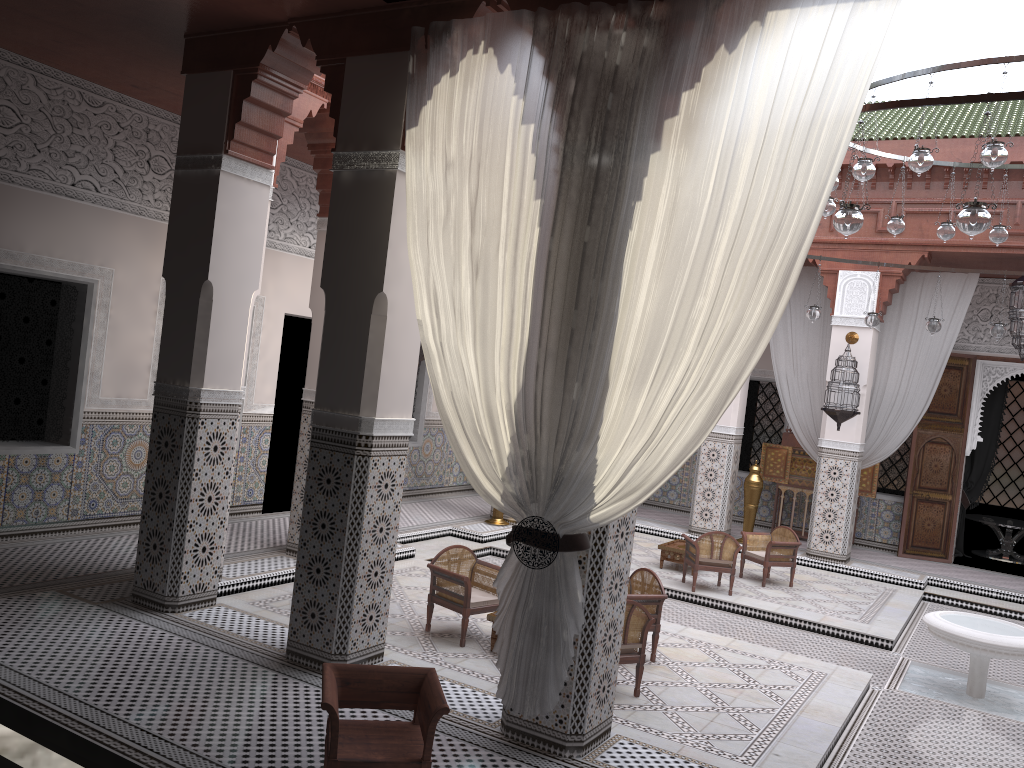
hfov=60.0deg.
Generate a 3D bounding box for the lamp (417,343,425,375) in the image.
[{"bbox_3d":[-0.282,-0.303,2.876,0.216,0.552,0.221,7,1,30],"label":"lamp"}]

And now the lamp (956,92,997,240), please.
[{"bbox_3d":[1.168,-0.548,2.229,0.091,0.371,0.090,7,1,45],"label":"lamp"}]

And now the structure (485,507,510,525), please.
[{"bbox_3d":[-0.059,0.575,5.378,0.156,0.539,0.156,7,1,-9],"label":"structure"}]

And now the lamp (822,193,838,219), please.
[{"bbox_3d":[1.384,-0.901,3.861,0.091,0.371,0.090,6,1,-35],"label":"lamp"}]

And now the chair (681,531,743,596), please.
[{"bbox_3d":[1.004,0.886,4.499,0.263,0.313,0.208,7,1,-4],"label":"chair"}]

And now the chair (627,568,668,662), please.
[{"bbox_3d":[0.400,0.828,3.233,0.208,0.313,0.263,6,1,-24],"label":"chair"}]

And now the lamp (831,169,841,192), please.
[{"bbox_3d":[1.235,-0.914,3.437,0.090,0.371,0.091,7,1,15],"label":"lamp"}]

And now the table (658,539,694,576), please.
[{"bbox_3d":[0.974,0.964,4.956,0.229,0.142,0.330,7,1,30],"label":"table"}]

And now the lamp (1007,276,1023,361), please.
[{"bbox_3d":[2.939,-0.414,5.053,0.221,0.571,0.220,7,1,30],"label":"lamp"}]

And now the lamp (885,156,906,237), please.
[{"bbox_3d":[1.774,-0.858,4.071,0.090,0.371,0.091,7,1,35],"label":"lamp"}]

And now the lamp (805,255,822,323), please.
[{"bbox_3d":[1.667,-0.517,4.861,0.090,0.371,0.091,7,1,45],"label":"lamp"}]

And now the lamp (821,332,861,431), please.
[{"bbox_3d":[2.000,-0.025,5.335,0.216,0.618,0.217,7,1,30],"label":"lamp"}]

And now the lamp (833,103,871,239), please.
[{"bbox_3d":[0.922,-0.579,2.413,0.090,0.371,0.091,6,1,-25],"label":"lamp"}]

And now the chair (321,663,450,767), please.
[{"bbox_3d":[-0.289,0.762,1.890,0.259,0.252,0.234,7,1,-12],"label":"chair"}]

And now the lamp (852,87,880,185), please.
[{"bbox_3d":[1.282,-0.906,3.212,0.090,0.371,0.091,7,1,-5],"label":"lamp"}]

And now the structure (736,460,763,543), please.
[{"bbox_3d":[1.556,0.761,5.760,0.156,0.539,0.156,7,1,2],"label":"structure"}]

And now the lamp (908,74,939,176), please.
[{"bbox_3d":[1.396,-0.891,3.013,0.090,0.371,0.091,6,1,-25],"label":"lamp"}]

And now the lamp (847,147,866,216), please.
[{"bbox_3d":[1.550,-0.883,4.000,0.090,0.371,0.091,7,1,10],"label":"lamp"}]

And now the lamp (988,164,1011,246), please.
[{"bbox_3d":[2.214,-0.805,4.006,0.091,0.371,0.090,6,1,-20],"label":"lamp"}]

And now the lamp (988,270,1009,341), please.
[{"bbox_3d":[2.561,-0.410,4.642,0.091,0.371,0.090,6,1,-25],"label":"lamp"}]

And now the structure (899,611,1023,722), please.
[{"bbox_3d":[1.824,1.091,3.460,0.528,0.310,0.501,7,1,30],"label":"structure"}]

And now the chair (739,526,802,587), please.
[{"bbox_3d":[1.403,0.929,4.841,0.208,0.313,0.263,6,1,-24],"label":"chair"}]

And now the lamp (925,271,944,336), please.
[{"bbox_3d":[2.283,-0.444,4.768,0.091,0.371,0.090,7,1,-15],"label":"lamp"}]

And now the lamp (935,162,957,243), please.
[{"bbox_3d":[2.005,-0.830,4.068,0.091,0.371,0.090,6,1,-35],"label":"lamp"}]

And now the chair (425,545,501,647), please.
[{"bbox_3d":[-0.157,0.763,3.232,0.208,0.313,0.263,7,1,44],"label":"chair"}]

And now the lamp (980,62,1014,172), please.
[{"bbox_3d":[1.560,-0.870,2.856,0.090,0.371,0.091,6,1,-35],"label":"lamp"}]

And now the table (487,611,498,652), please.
[{"bbox_3d":[0.086,0.879,3.163,0.229,0.142,0.330,7,1,30],"label":"table"}]

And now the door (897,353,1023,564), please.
[{"bbox_3d":[3.303,0.507,5.811,1.244,1.461,0.419,7,1,30],"label":"door"}]

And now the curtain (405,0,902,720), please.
[{"bbox_3d":[0.140,-0.064,2.144,1.303,1.764,0.129,7,1,30],"label":"curtain"}]

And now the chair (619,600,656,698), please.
[{"bbox_3d":[0.284,0.819,2.837,0.263,0.313,0.208,6,1,-30],"label":"chair"}]

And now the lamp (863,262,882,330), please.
[{"bbox_3d":[1.980,-0.480,4.838,0.091,0.371,0.090,6,1,-25],"label":"lamp"}]

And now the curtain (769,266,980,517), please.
[{"bbox_3d":[2.156,0.137,5.676,1.304,1.761,0.048,7,1,30],"label":"curtain"}]
